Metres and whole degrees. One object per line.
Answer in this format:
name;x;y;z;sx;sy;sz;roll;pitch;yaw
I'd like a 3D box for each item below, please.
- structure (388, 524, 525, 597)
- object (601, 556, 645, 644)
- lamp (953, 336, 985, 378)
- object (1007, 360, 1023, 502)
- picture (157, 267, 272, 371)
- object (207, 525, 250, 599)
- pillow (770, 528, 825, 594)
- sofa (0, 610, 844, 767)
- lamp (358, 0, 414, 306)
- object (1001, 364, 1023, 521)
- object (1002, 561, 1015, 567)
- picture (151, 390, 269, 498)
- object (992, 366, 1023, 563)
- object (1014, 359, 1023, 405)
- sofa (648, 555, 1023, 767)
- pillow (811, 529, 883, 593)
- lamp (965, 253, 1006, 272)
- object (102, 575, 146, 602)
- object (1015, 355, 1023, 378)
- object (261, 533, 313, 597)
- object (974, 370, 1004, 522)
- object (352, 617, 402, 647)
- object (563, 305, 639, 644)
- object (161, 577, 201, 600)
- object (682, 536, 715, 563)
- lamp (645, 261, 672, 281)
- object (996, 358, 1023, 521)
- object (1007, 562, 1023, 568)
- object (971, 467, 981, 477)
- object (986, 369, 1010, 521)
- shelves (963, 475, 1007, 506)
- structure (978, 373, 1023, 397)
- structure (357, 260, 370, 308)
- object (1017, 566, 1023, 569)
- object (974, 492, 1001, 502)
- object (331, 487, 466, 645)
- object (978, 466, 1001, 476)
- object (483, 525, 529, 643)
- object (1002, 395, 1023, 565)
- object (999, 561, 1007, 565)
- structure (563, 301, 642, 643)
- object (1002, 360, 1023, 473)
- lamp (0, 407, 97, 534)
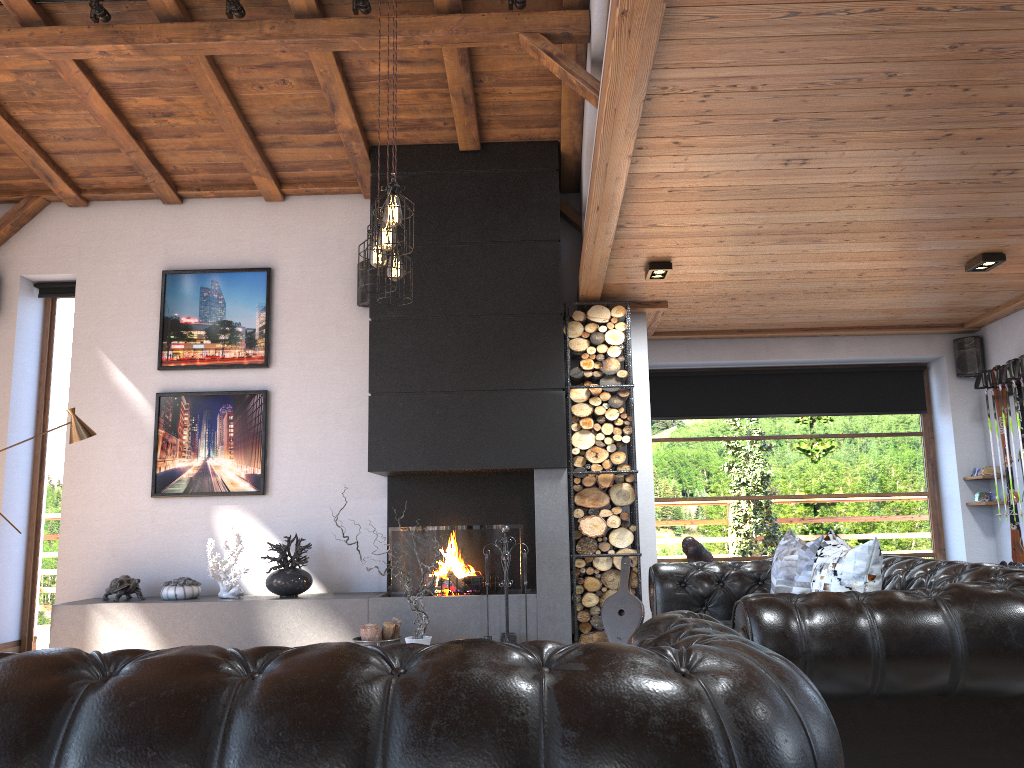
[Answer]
structure;-0.406;1.273;6.326;0.982;0.515;0.183;-1;-10;1
object;0.757;1.581;6.071;0.269;0.797;0.261;2;-10;-15
lamp;4.094;-0.241;7.932;0.213;0.350;0.213;-1;-10;2
object;4.090;0.603;7.085;0.111;1.625;0.073;-1;-10;1
picture;-2.366;-0.520;7.061;0.879;0.818;0.036;-1;-10;1
object;-2.061;1.289;6.402;0.262;0.533;0.422;4;-11;-29
pillow;1.389;0.940;4.314;0.283;0.470;0.528;-2;-9;5
sofa;-0.691;0.889;1.708;2.565;0.840;1.237;-1;-9;0
lamp;-0.607;-1.548;4.296;0.262;2.206;0.798;0;-10;-7
object;3.986;0.465;7.091;0.059;1.252;0.120;2;-10;-16
object;3.962;1.559;7.094;0.251;0.271;0.116;-2;-10;6
picture;-2.347;0.462;6.893;0.879;0.818;0.036;-1;-10;1
object;4.060;0.642;7.221;0.115;1.610;0.095;-1;-10;1
object;3.976;0.429;6.860;0.059;1.252;0.120;2;-10;-16
sofa;1.325;1.173;3.786;1.239;0.840;2.561;-1;-9;1
pillow;1.361;0.834;3.644;0.283;0.470;0.528;-2;-9;5
lamp;3.144;-0.813;5.894;0.155;0.068;0.261;-2;-9;2
object;-2.814;1.485;6.453;0.229;0.183;0.400;8;-13;-44
object;3.889;0.400;6.666;0.059;1.252;0.119;5;-11;-31
object;-1.622;1.315;6.456;0.338;0.456;0.336;-6;-11;27
object;3.921;0.498;7.287;0.122;1.252;0.058;2;-10;-16
object;-0.878;1.756;5.782;0.380;0.432;0.387;-6;-11;27
object;0.654;0.732;6.542;0.493;2.617;0.465;-1;-10;1
object;-2.417;1.490;6.465;0.280;0.161;0.259;-2;-9;4
object;1.138;1.082;5.365;0.147;0.319;0.251;-10;-13;42
lamp;0.976;-0.760;5.920;0.155;0.068;0.261;-2;-9;2
object;4.006;0.595;7.022;0.254;1.625;0.103;-1;-10;-3
object;3.957;1.540;6.973;0.251;0.271;0.116;-2;-10;6
object;4.117;0.774;7.780;0.160;0.084;0.189;-1;-9;0
object;3.995;0.502;7.322;0.059;1.252;0.120;2;-10;-16
shelves;3.969;0.798;4.501;0.612;0.991;6.634;-2;-9;3
structure;4.033;-0.025;7.045;0.319;0.135;1.049;-2;-9;2
structure;-1.127;-0.793;7.006;0.213;0.350;0.213;-1;-10;2
object;3.966;1.520;6.853;0.251;0.271;0.116;-2;-10;6
object;4.116;0.978;7.663;0.186;0.084;0.355;-8;-11;37
object;-0.374;0.782;3.272;0.404;0.810;0.622;-3;-10;13
object;4.109;0.746;7.604;0.189;0.084;0.159;-1;-9;0
object;-0.035;1.455;5.910;0.311;1.020;0.303;8;-13;-42
object;4.076;0.671;7.314;0.115;1.610;0.095;-1;-10;1
object;3.969;1.577;7.211;0.252;0.271;0.116;0;-10;-9
structure;0.660;0.724;6.534;0.501;2.623;0.511;-1;-10;2
object;3.912;0.433;6.875;0.059;1.252;0.119;7;-13;-41
lamp;-3.390;1.042;5.652;0.523;1.903;1.331;-5;-10;23
